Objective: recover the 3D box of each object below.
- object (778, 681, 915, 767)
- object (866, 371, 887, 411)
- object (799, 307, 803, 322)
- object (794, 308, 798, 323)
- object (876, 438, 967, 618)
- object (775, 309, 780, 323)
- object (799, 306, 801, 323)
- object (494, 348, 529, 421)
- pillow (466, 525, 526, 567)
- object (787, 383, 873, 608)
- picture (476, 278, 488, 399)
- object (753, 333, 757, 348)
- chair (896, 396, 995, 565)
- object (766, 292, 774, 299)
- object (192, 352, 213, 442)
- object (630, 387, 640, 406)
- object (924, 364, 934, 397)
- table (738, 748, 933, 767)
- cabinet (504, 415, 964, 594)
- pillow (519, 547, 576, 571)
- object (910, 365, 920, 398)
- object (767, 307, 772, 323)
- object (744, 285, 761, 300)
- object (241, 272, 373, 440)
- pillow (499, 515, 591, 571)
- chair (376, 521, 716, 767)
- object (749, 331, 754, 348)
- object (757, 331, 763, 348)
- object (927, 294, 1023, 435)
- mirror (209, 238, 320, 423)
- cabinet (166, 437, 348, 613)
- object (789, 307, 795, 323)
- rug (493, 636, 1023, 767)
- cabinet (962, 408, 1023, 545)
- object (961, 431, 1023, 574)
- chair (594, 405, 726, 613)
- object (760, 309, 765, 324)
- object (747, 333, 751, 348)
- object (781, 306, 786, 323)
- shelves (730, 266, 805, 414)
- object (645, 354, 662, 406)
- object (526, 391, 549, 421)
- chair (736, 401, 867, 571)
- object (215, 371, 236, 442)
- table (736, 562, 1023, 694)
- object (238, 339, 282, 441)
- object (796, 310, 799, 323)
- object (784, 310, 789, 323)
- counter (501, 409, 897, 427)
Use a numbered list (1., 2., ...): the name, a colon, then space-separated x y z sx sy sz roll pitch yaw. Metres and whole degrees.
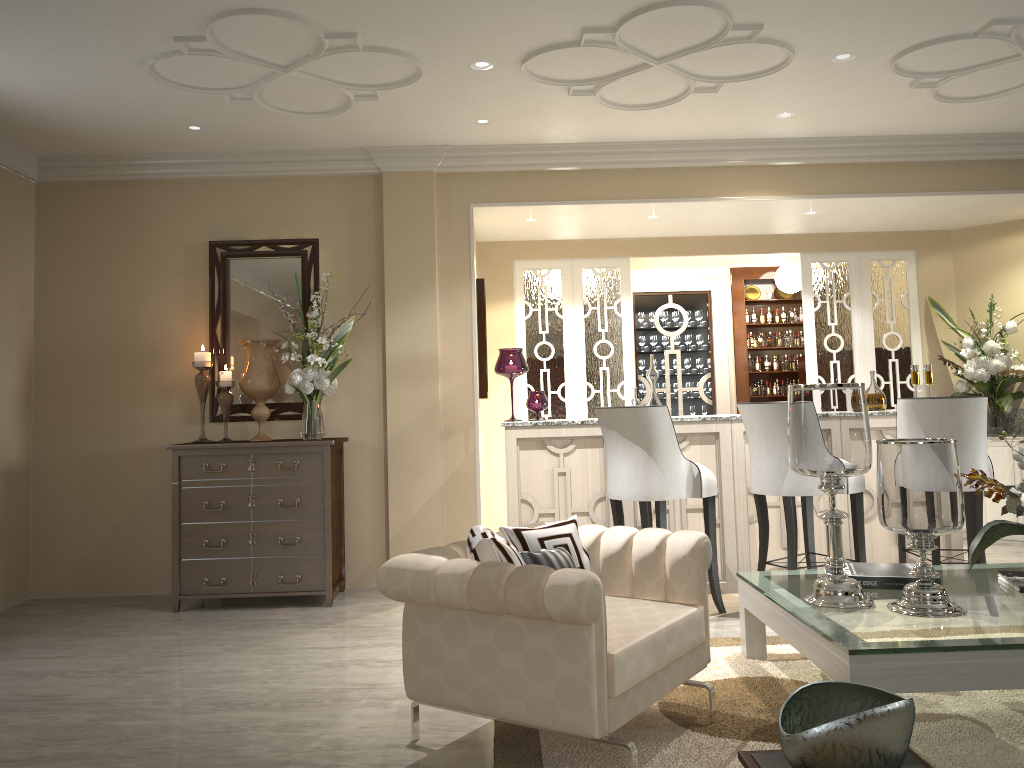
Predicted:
1. object: 0.701 0.733 1.838 0.375 0.179 0.195 -1 -3 -26
2. object: 1.883 0.037 4.612 0.120 0.212 0.119 -2 -4 4
3. object: 2.478 -0.593 7.586 0.033 0.138 0.032 -1 -4 -6
4. object: 2.445 -0.590 7.644 0.033 0.138 0.032 -2 -4 8
5. object: 1.235 0.423 2.673 0.236 0.507 0.235 -1 -4 -3
6. object: 2.283 -0.584 7.623 0.039 0.133 0.095 -3 -4 23
7. object: 2.496 -0.597 7.646 0.038 0.149 0.038 -2 -4 1
8. object: -0.001 0.005 4.672 0.181 0.382 0.180 -2 -4 4
9. pillow: -0.033 0.543 2.512 0.185 0.252 0.282 -1 -3 -8
10. object: 1.016 0.342 2.816 0.251 0.686 0.250 -2 -4 4
11. picture: -0.179 -0.257 5.387 0.049 0.696 0.594 -2 -3 -1
12. object: 2.090 -0.372 7.628 0.039 0.133 0.039 -2 -4 2
13. chair: 1.955 0.534 4.004 0.457 0.955 0.540 -3 -4 14
14. object: 2.219 -0.753 7.613 0.061 0.064 0.061 1 -4 -40
15. object: -1.617 0.063 4.630 0.103 0.472 0.102 -1 -4 -11
16. object: 0.638 0.098 4.584 0.051 0.161 0.051 -1 -4 -6
17. object: 2.179 0.005 4.619 0.055 0.213 0.055 -1 -4 -6
18. table: 0.708 0.896 1.833 0.385 0.157 0.335 -2 -2 -1
19. cabinet: 1.102 0.611 4.565 2.258 0.858 0.350 -2 -4 -1
20. pillow: 0.124 0.580 2.622 0.128 0.187 0.251 -4 -3 36
21. object: 2.106 0.007 4.618 0.055 0.213 0.055 -1 -4 -6
22. object: 2.205 -0.590 7.595 0.038 0.149 0.038 -2 -4 -2
23. object: 2.088 -0.791 7.697 0.151 0.142 0.058 -2 -4 -3
24. object: -1.030 -0.140 4.596 0.561 0.855 0.604 -2 -3 12
25. pillow: 0.127 0.564 2.794 0.300 0.270 0.197 0 -4 -31
26. chair: 0.141 0.740 2.593 0.709 0.555 0.848 -3 -3 34
27. object: 2.055 -0.379 7.606 0.038 0.149 0.038 -2 -4 1
28. object: 2.114 -0.379 7.557 0.044 0.143 0.044 -1 -4 -12
29. object: 3.099 -0.139 5.696 0.541 0.962 0.614 -1 -4 -3
30. mirror: -1.350 -0.296 4.843 0.600 0.998 0.035 -2 -4 -1
31. cabinet: -1.277 0.700 4.525 0.824 0.816 0.426 -2 -4 -1
32. object: 2.397 -0.593 7.594 0.044 0.143 0.044 -1 -4 -12
33. rug: 1.444 0.964 2.179 2.970 0.022 2.663 -2 -1 -1
34. cabinet: 3.214 0.575 5.456 0.510 0.843 1.226 0 -3 -25
35. object: 1.716 0.381 2.741 0.547 0.476 0.509 -2 -3 0
36. chair: 0.640 0.572 3.979 0.541 0.955 0.456 1 -5 -36
37. object: 2.145 -0.580 7.599 0.039 0.133 0.039 1 -5 -35
38. object: 2.021 -0.371 7.563 0.039 0.133 0.039 0 -5 -25
39. object: 2.329 -0.594 7.593 0.038 0.149 0.038 -2 -4 -2
40. shelves: 1.410 0.016 7.563 2.999 1.997 0.183 -2 -4 -1
41. object: 0.731 0.011 4.593 0.109 0.332 0.109 -2 -4 4
42. object: 0.134 0.115 4.666 0.119 0.155 0.119 -2 -3 4
43. chair: 1.296 0.553 3.993 0.541 0.955 0.456 0 -4 -26
44. object: -1.495 0.113 4.628 0.103 0.375 0.102 -1 -4 -11
45. table: 1.502 0.843 2.782 1.300 0.346 1.054 -2 -2 -1
46. object: -1.317 0.034 4.637 0.221 0.524 0.220 -1 -4 -6
47. object: 2.478 -0.584 7.696 0.044 0.125 0.044 0 -4 -17
48. object: 2.371 -0.581 7.673 0.044 0.125 0.044 -2 -4 -2
49. counter: 1.110 0.172 4.602 2.338 0.021 0.377 -2 -1 -1
